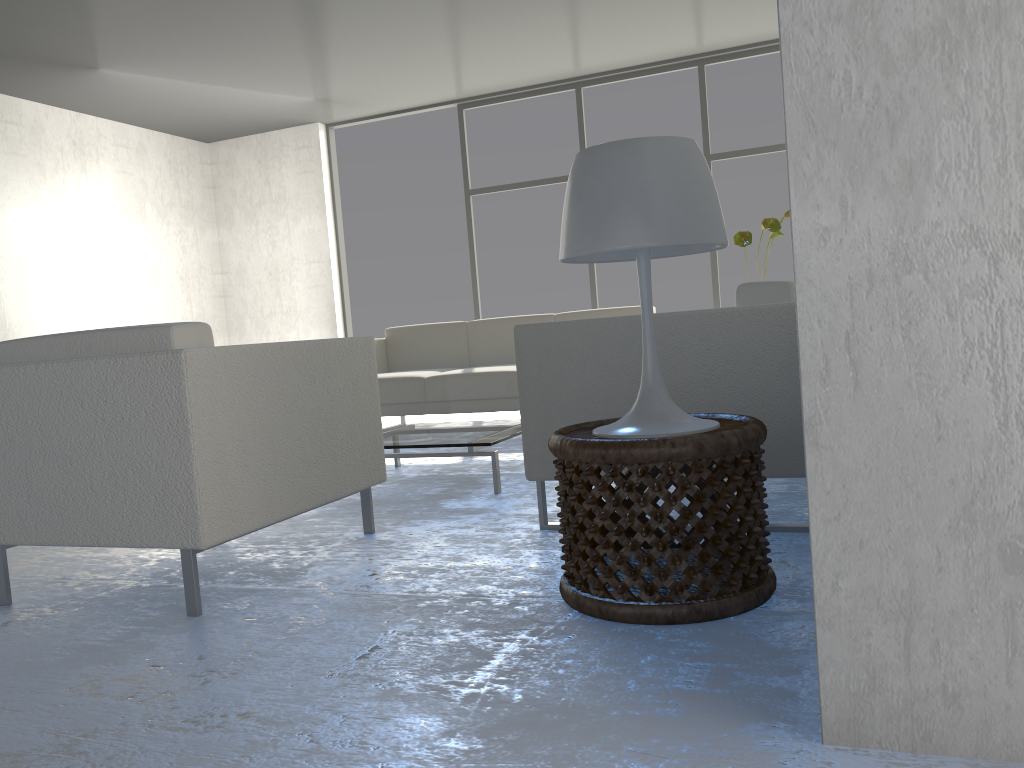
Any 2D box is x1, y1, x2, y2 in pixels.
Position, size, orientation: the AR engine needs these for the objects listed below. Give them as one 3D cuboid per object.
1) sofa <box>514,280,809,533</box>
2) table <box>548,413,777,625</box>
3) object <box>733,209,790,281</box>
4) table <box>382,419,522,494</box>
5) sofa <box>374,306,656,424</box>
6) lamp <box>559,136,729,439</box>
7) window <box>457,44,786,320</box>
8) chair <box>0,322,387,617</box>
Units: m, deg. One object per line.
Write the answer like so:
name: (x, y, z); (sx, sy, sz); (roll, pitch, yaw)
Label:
sofa: (0.730, -0.005, 3.206); (0.821, 0.658, 1.881); (-3, 4, 22)
table: (0.314, 0.265, 1.875); (0.452, 0.358, 0.452); (-5, 3, -3)
object: (1.154, -0.293, 4.172); (0.400, 1.051, 0.387); (-8, 5, -40)
table: (-0.291, 0.289, 3.594); (0.773, 0.190, 0.730); (-3, 4, 22)
sofa: (-0.068, -0.056, 5.101); (1.881, 0.658, 0.821); (-3, 4, 22)
lamp: (0.279, -0.194, 1.848); (0.347, 0.582, 0.347); (-5, 4, -10)
window: (1.539, -1.197, 6.695); (4.080, 2.477, 0.037); (-3, 4, 22)
chair: (-0.875, 0.170, 2.431); (0.748, 0.662, 0.821); (-3, 4, 22)
